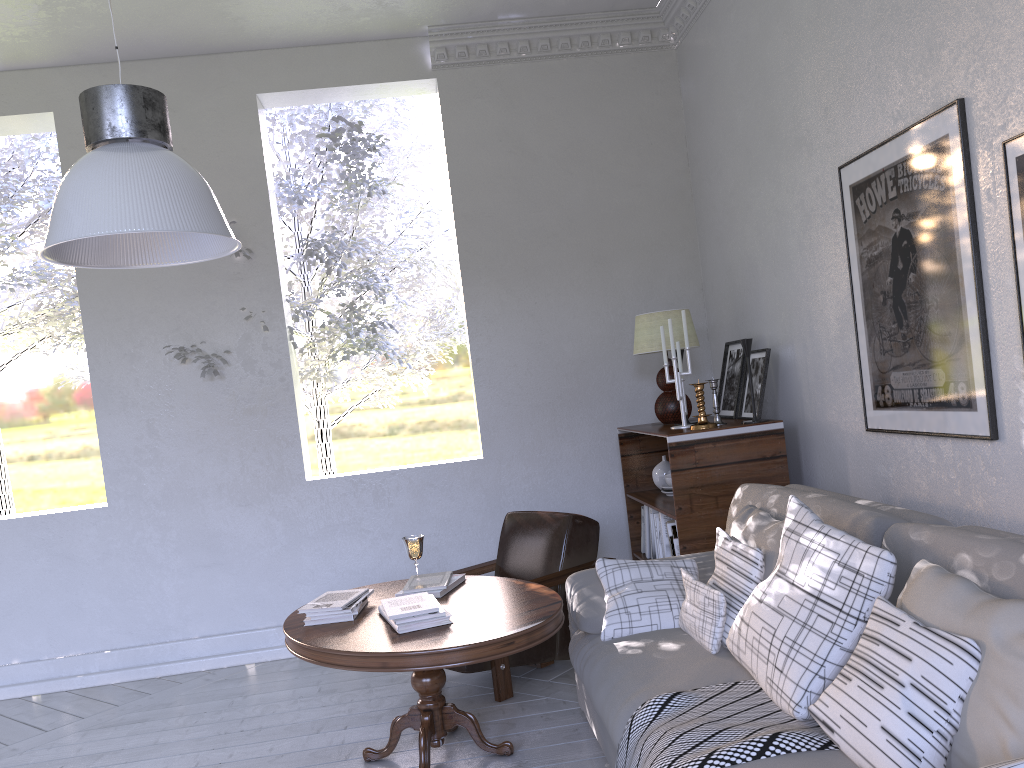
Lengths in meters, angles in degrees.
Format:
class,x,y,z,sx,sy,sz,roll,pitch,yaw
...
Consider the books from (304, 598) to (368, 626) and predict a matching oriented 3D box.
class,x,y,z,sx,sy,sz,roll,pitch,yaw
books,-0.513,0.665,2.597,0.141,0.015,0.222,-7,0,1

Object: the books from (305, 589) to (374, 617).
class,x,y,z,sx,sy,sz,roll,pitch,yaw
books,-0.501,0.640,2.598,0.135,0.010,0.240,-7,0,6

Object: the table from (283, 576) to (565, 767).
class,x,y,z,sx,sy,sz,roll,pitch,yaw
table,-0.239,0.856,2.548,0.736,0.432,0.951,-7,0,-35

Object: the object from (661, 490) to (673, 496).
class,x,y,z,sx,sy,sz,roll,pitch,yaw
object,0.653,0.428,3.506,0.121,0.021,0.121,-7,0,44

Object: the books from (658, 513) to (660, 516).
class,x,y,z,sx,sy,sz,roll,pitch,yaw
books,0.628,0.585,3.347,0.129,0.212,0.020,-7,2,0

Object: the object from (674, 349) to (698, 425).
class,x,y,z,sx,sy,sz,roll,pitch,yaw
object,0.654,0.013,3.395,0.095,0.289,0.095,-6,2,17

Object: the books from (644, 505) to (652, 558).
class,x,y,z,sx,sy,sz,roll,pitch,yaw
books,0.619,0.578,3.550,0.172,0.236,0.112,-7,2,-5

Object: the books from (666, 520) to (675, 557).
class,x,y,z,sx,sy,sz,roll,pitch,yaw
books,0.633,0.588,3.175,0.129,0.210,0.074,-7,2,-5

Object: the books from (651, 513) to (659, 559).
class,x,y,z,sx,sy,sz,roll,pitch,yaw
books,0.609,0.590,3.389,0.131,0.207,0.011,-7,2,0

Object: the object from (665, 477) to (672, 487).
class,x,y,z,sx,sy,sz,roll,pitch,yaw
object,0.647,0.388,3.506,0.082,0.050,0.079,-7,0,-32

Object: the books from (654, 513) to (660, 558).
class,x,y,z,sx,sy,sz,roll,pitch,yaw
books,0.617,0.589,3.378,0.131,0.207,0.011,-7,2,0

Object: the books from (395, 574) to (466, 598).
class,x,y,z,sx,sy,sz,roll,pitch,yaw
books,-0.250,0.632,2.765,0.147,0.018,0.230,-7,0,16

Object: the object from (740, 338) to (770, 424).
class,x,y,z,sx,sy,sz,roll,pitch,yaw
object,0.816,-0.010,3.030,0.095,0.289,0.095,-6,2,17

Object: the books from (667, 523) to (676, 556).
class,x,y,z,sx,sy,sz,roll,pitch,yaw
books,0.635,0.592,3.158,0.131,0.203,0.064,-7,2,-5

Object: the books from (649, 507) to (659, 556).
class,x,y,z,sx,sy,sz,roll,pitch,yaw
books,0.630,0.573,3.461,0.174,0.243,0.105,-7,2,-5

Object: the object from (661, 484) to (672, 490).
class,x,y,z,sx,sy,sz,roll,pitch,yaw
object,0.650,0.408,3.508,0.121,0.024,0.121,-7,0,-1

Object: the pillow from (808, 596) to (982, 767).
class,x,y,z,sx,sy,sz,roll,pitch,yaw
pillow,0.603,0.500,1.411,0.154,0.257,0.312,-7,1,-6

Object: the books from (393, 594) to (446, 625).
class,x,y,z,sx,sy,sz,roll,pitch,yaw
books,-0.266,0.614,2.420,0.135,0.010,0.240,-7,0,-14

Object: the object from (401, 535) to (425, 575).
class,x,y,z,sx,sy,sz,roll,pitch,yaw
object,-0.319,0.578,2.926,0.076,0.149,0.076,-7,2,-10

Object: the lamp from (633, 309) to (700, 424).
class,x,y,z,sx,sy,sz,roll,pitch,yaw
lamp,0.629,-0.065,3.563,0.267,0.447,0.267,-8,2,-30

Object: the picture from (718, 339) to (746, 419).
class,x,y,z,sx,sy,sz,roll,pitch,yaw
picture,0.856,-0.016,3.457,0.095,0.301,0.231,-7,1,-5

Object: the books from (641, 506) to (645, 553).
class,x,y,z,sx,sy,sz,roll,pitch,yaw
books,0.612,0.592,3.653,0.161,0.210,0.127,-7,1,-5

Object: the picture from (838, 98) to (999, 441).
class,x,y,z,sx,sy,sz,roll,pitch,yaw
picture,1.025,-0.251,2.289,0.019,0.774,0.589,-7,1,-5

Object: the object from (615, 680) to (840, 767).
class,x,y,z,sx,sy,sz,roll,pitch,yaw
object,0.095,0.849,1.792,1.499,0.395,0.495,-7,0,25

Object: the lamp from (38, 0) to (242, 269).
class,x,y,z,sx,sy,sz,roll,pitch,yaw
lamp,-0.727,-0.538,1.658,0.355,0.584,0.355,-6,1,22

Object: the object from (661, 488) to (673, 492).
class,x,y,z,sx,sy,sz,roll,pitch,yaw
object,0.652,0.418,3.505,0.121,0.021,0.121,-7,0,44

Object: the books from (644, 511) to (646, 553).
class,x,y,z,sx,sy,sz,roll,pitch,yaw
books,0.621,0.586,3.611,0.161,0.218,0.101,-7,2,-5

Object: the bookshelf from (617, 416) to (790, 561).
class,x,y,z,sx,sy,sz,roll,pitch,yaw
bookshelf,0.724,0.550,3.368,0.400,0.801,0.799,-7,1,-5

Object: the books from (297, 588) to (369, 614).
class,x,y,z,sx,sy,sz,roll,pitch,yaw
books,-0.518,0.632,2.586,0.136,0.011,0.216,-7,0,11

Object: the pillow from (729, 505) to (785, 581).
class,x,y,z,sx,sy,sz,roll,pitch,yaw
pillow,0.623,0.478,2.178,0.151,0.314,0.490,-7,0,-5

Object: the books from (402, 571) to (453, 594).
class,x,y,z,sx,sy,sz,roll,pitch,yaw
books,-0.261,0.618,2.767,0.136,0.011,0.214,-7,0,1

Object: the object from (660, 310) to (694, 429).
class,x,y,z,sx,sy,sz,roll,pitch,yaw
object,0.603,-0.052,3.215,0.101,0.424,0.101,-8,2,-22

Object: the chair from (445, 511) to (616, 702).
class,x,y,z,sx,sy,sz,roll,pitch,yaw
chair,-0.025,0.778,3.239,0.703,0.554,0.497,-7,1,-40

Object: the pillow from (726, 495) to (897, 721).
class,x,y,z,sx,sy,sz,roll,pitch,yaw
pillow,0.584,0.442,1.798,0.219,0.386,0.454,-7,1,-4

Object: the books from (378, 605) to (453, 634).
class,x,y,z,sx,sy,sz,roll,pitch,yaw
books,-0.269,0.631,2.428,0.148,0.021,0.279,-7,0,-19

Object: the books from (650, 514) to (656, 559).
class,x,y,z,sx,sy,sz,roll,pitch,yaw
books,0.592,0.594,3.415,0.120,0.207,0.026,-7,2,-10

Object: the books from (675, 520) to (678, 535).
class,x,y,z,sx,sy,sz,roll,pitch,yaw
books,0.650,0.574,3.086,0.126,0.233,0.078,-7,2,-5

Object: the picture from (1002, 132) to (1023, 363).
class,x,y,z,sx,sy,sz,roll,pitch,yaw
picture,1.093,-0.195,1.624,0.019,0.640,0.487,-7,1,-5

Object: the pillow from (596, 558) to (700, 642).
class,x,y,z,sx,sy,sz,roll,pitch,yaw
pillow,0.384,0.590,2.454,0.310,0.206,0.215,-7,1,1

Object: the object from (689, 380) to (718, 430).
class,x,y,z,sx,sy,sz,roll,pitch,yaw
object,0.651,0.067,3.056,0.096,0.172,0.096,-7,2,14

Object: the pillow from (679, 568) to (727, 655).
class,x,y,z,sx,sy,sz,roll,pitch,yaw
pillow,0.469,0.558,2.186,0.070,0.167,0.284,-7,0,-8

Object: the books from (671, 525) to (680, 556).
class,x,y,z,sx,sy,sz,roll,pitch,yaw
books,0.640,0.591,3.105,0.131,0.203,0.064,-7,2,-5

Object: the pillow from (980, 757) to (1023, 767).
class,x,y,z,sx,sy,sz,roll,pitch,yaw
pillow,0.569,0.557,1.149,0.313,0.221,0.213,-7,1,-7

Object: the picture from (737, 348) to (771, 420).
class,x,y,z,sx,sy,sz,roll,pitch,yaw
picture,0.876,0.004,3.213,0.080,0.252,0.202,-7,1,-5

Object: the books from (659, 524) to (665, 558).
class,x,y,z,sx,sy,sz,roll,pitch,yaw
books,0.613,0.601,3.280,0.115,0.183,0.009,-7,2,0

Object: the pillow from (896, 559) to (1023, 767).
class,x,y,z,sx,sy,sz,roll,pitch,yaw
pillow,0.700,0.462,1.324,0.151,0.314,0.490,-7,0,-6

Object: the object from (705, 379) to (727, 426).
class,x,y,z,sx,sy,sz,roll,pitch,yaw
object,0.717,0.059,3.123,0.062,0.172,0.062,-8,2,-29

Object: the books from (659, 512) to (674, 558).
class,x,y,z,sx,sy,sz,roll,pitch,yaw
books,0.617,0.573,3.257,0.126,0.237,0.018,-7,2,0

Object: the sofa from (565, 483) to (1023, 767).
class,x,y,z,sx,sy,sz,roll,pitch,yaw
sofa,0.597,0.631,1.803,0.765,0.683,1.863,-7,0,-5

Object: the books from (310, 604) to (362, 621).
class,x,y,z,sx,sy,sz,roll,pitch,yaw
books,-0.507,0.651,2.591,0.136,0.010,0.214,-7,0,-4

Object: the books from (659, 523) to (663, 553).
class,x,y,z,sx,sy,sz,roll,pitch,yaw
books,0.615,0.601,3.297,0.115,0.182,0.009,-7,2,0

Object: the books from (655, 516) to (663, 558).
class,x,y,z,sx,sy,sz,roll,pitch,yaw
books,0.618,0.595,3.364,0.125,0.196,0.015,-7,2,0

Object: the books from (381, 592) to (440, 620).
class,x,y,z,sx,sy,sz,roll,pitch,yaw
books,-0.281,0.604,2.420,0.136,0.010,0.214,-7,0,-14

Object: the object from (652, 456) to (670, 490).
class,x,y,z,sx,sy,sz,roll,pitch,yaw
object,0.634,0.369,3.650,0.111,0.147,0.122,-7,1,-8

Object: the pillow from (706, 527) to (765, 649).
class,x,y,z,sx,sy,sz,roll,pitch,yaw
pillow,0.541,0.510,2.191,0.129,0.270,0.310,-7,1,-1

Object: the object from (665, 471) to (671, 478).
class,x,y,z,sx,sy,sz,roll,pitch,yaw
object,0.643,0.359,3.505,0.078,0.068,0.083,-7,1,10
